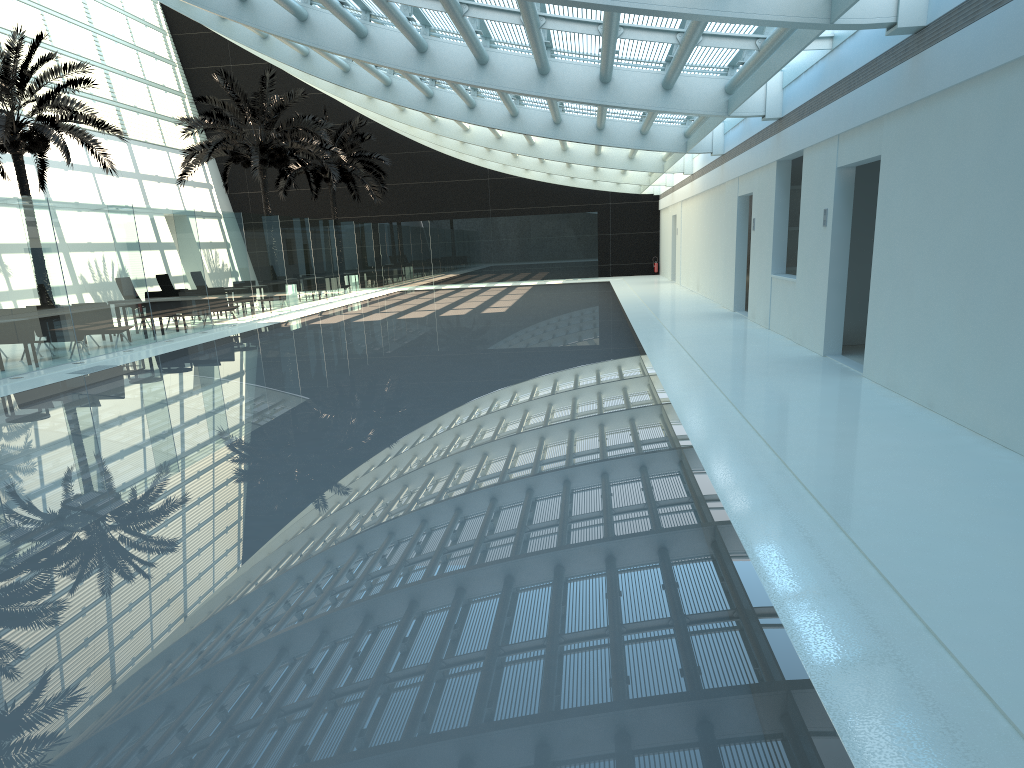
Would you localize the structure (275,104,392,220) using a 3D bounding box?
[{"bbox_3d":[-7.017,-7.316,35.099,4.432,7.335,4.615,-7,16,-15],"label":"structure"}]

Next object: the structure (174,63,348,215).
[{"bbox_3d":[-7.724,-6.040,27.386,4.822,7.337,4.238,-3,16,-1],"label":"structure"}]

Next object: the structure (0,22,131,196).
[{"bbox_3d":[-11.686,-4.700,20.689,4.225,7.205,4.487,10,20,37],"label":"structure"}]
